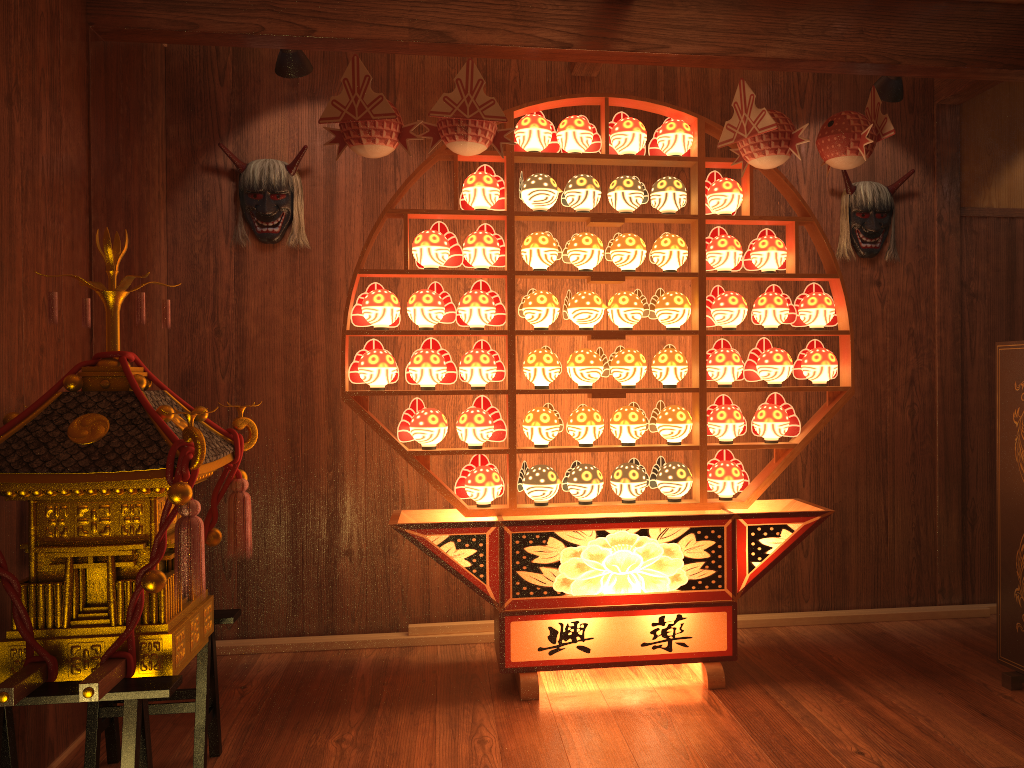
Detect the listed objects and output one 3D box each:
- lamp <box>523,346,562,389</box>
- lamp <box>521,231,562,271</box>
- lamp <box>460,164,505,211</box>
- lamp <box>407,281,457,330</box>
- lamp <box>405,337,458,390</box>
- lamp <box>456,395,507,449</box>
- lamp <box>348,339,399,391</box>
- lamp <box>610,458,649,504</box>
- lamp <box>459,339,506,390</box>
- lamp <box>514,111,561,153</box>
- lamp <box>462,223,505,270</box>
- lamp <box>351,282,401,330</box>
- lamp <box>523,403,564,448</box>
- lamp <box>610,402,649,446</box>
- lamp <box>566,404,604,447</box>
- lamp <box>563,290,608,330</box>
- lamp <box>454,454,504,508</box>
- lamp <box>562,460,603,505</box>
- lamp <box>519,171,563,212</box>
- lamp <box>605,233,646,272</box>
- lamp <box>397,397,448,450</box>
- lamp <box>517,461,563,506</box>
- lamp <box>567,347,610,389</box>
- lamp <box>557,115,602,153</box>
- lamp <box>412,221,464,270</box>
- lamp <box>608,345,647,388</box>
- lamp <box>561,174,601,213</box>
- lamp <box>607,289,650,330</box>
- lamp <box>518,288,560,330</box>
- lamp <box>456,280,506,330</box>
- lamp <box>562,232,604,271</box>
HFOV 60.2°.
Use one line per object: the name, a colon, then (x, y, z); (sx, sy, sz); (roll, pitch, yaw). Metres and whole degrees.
lamp: (0.109, -0.064, 3.336); (0.137, 0.167, 0.159); (0, 0, 14)
lamp: (0.101, -0.505, 3.335); (0.136, 0.167, 0.161); (0, 0, 24)
lamp: (-0.117, -0.739, 3.299); (0.198, 0.200, 0.158); (0, 0, 8)
lamp: (-0.323, -0.293, 3.275); (0.176, 0.191, 0.161); (0, 0, 24)
lamp: (-0.314, -0.077, 3.274); (0.200, 0.200, 0.157); (0, 0, 3)
lamp: (-0.141, 0.142, 3.299); (0.196, 0.200, 0.160); (0, 0, 18)
lamp: (-0.493, -0.073, 3.249); (0.194, 0.195, 0.153); (-1, 0, -22)
lamp: (0.444, 0.373, 3.389); (0.136, 0.167, 0.161); (0, 0, 24)
lamp: (-0.129, -0.074, 3.301); (0.181, 0.192, 0.158); (0, 0, 8)
lamp: (0.081, -0.961, 3.326); (0.200, 0.200, 0.157); (0, 0, 3)
lamp: (-0.116, -0.517, 3.301); (0.187, 0.195, 0.158); (0, 0, 8)
lamp: (-0.479, -0.289, 3.250); (0.195, 0.187, 0.152); (-1, 0, -27)
lamp: (0.106, 0.157, 3.339); (0.136, 0.167, 0.161); (0, 0, 24)
lamp: (0.443, 0.154, 3.388); (0.136, 0.167, 0.161); (0, 0, 24)
lamp: (0.282, 0.158, 3.361); (0.140, 0.161, 0.155); (0, 0, -6)
lamp: (0.290, -0.283, 3.366); (0.153, 0.161, 0.143); (0, 0, 24)
lamp: (-0.105, 0.362, 3.310); (0.198, 0.197, 0.154); (-1, 0, -17)
lamp: (0.283, 0.377, 3.364); (0.143, 0.161, 0.152); (-1, 0, -26)
lamp: (0.115, -0.725, 3.344); (0.155, 0.167, 0.140); (0, 0, 9)
lamp: (0.449, -0.508, 3.383); (0.143, 0.167, 0.152); (-1, 0, -26)
lamp: (-0.303, 0.147, 3.283); (0.151, 0.194, 0.192); (0, 1, 44)
lamp: (0.118, 0.376, 3.345); (0.153, 0.167, 0.143); (0, 0, 24)
lamp: (0.271, -0.062, 3.367); (0.162, 0.161, 0.135); (-1, 0, -31)
lamp: (0.233, -0.952, 3.352); (0.165, 0.179, 0.161); (0, 0, 24)
lamp: (-0.304, -0.518, 3.277); (0.196, 0.200, 0.160); (0, 0, 18)
lamp: (0.450, -0.067, 3.385); (0.142, 0.167, 0.153); (-1, 0, -21)
lamp: (0.272, -0.723, 3.355); (0.142, 0.161, 0.154); (-1, 0, -16)
lamp: (0.429, -0.287, 3.392); (0.162, 0.167, 0.134); (-1, 1, -41)
lamp: (0.114, -0.284, 3.332); (0.143, 0.167, 0.152); (-1, 0, -26)
lamp: (-0.133, -0.299, 3.299); (0.198, 0.200, 0.158); (0, 0, 8)
lamp: (0.284, -0.503, 3.359); (0.143, 0.161, 0.152); (-1, 0, -26)
